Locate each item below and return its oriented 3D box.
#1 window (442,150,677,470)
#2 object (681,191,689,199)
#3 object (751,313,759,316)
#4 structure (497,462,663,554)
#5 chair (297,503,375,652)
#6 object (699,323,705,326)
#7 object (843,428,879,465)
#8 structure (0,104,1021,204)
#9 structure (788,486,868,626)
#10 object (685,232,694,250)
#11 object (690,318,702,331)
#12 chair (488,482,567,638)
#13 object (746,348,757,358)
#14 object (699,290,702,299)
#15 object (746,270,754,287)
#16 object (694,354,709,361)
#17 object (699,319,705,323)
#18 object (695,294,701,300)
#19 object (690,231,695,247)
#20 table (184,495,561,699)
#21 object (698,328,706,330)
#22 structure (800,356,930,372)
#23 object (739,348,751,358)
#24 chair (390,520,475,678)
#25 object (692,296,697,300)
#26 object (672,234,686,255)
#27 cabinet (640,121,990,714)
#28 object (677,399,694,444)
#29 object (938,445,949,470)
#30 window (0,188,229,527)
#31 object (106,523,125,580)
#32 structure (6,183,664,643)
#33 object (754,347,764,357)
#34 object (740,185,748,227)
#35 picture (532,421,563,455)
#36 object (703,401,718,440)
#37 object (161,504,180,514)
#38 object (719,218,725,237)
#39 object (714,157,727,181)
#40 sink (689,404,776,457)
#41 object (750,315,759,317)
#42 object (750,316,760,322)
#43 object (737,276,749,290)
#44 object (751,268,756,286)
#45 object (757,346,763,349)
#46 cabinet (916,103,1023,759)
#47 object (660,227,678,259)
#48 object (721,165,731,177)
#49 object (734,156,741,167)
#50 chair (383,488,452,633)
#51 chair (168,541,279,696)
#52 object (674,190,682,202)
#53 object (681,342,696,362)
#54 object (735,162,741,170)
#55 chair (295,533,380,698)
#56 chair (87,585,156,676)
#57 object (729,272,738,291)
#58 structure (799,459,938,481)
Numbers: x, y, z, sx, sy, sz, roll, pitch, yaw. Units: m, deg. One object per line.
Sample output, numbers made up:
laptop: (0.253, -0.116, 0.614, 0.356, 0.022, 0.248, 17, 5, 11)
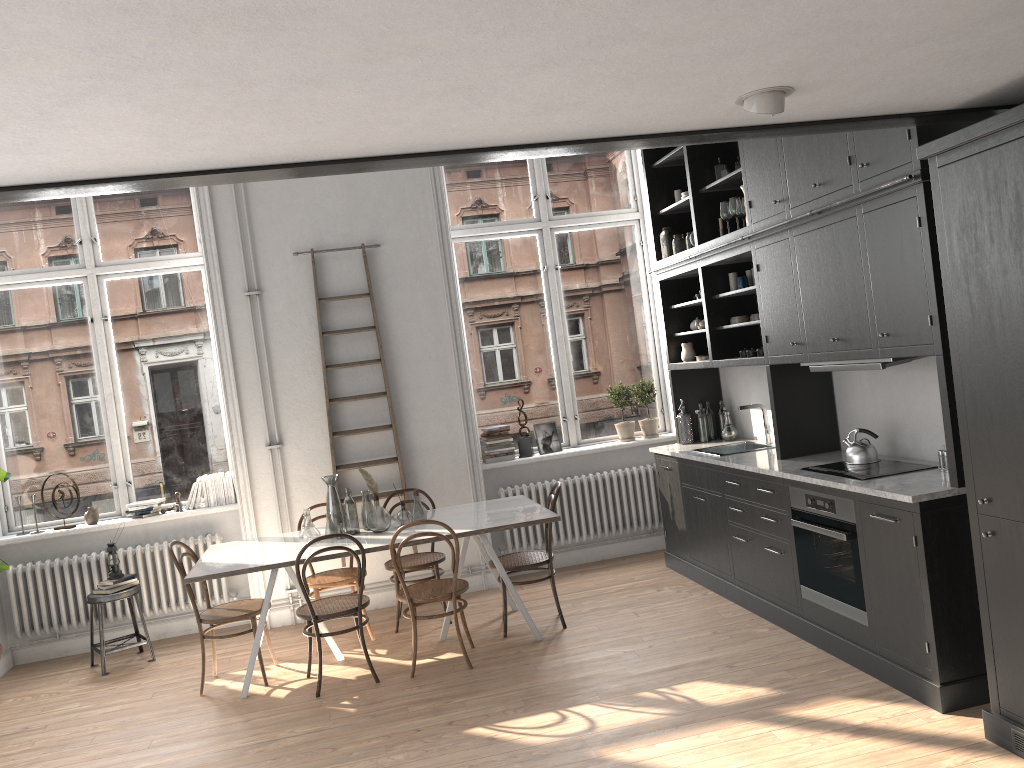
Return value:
window: (5.296, -6.020, 11.690, 14.382, 15.939, 26.398, -8, 1, -11)
object: (1.332, -1.402, 6.713, 0.096, 0.095, 0.096, -7, 2, 23)
object: (1.669, -0.458, 5.973, 0.112, 0.036, 0.112, -7, 1, 31)
structure: (0.633, 1.019, 7.374, 1.577, 0.552, 0.194, -8, 2, -11)
chair: (-1.238, 1.312, 6.172, 0.437, 0.921, 0.549, -8, 2, -13)
object: (1.433, -0.442, 6.652, 0.058, 0.033, 0.056, -8, 2, -37)
object: (1.900, 0.333, 4.838, 0.171, 0.186, 0.171, -7, 1, 0)
structure: (-0.355, -1.310, 0.942, 5.925, 1.213, 4.158, -8, 1, -11)
structure: (1.897, 0.835, 4.664, 0.618, 0.623, 0.622, -8, 1, -11)
object: (1.336, -1.047, 6.573, 0.096, 0.150, 0.096, -8, 2, -23)
object: (1.428, -0.460, 6.811, 0.140, 0.100, 0.125, -8, 2, -30)
chair: (0.113, 1.141, 5.882, 0.549, 0.921, 0.437, -7, 2, 1)
object: (1.559, -0.205, 5.730, 0.088, 0.059, 0.104, -8, 2, -33)
object: (1.407, -0.654, 6.497, 0.064, 0.069, 0.064, -6, 2, 36)
object: (1.620, -0.706, 6.045, 0.082, 0.135, 0.059, -7, 2, 17)
object: (1.465, -0.201, 6.674, 0.180, 0.037, 0.180, -8, 1, -26)
object: (1.431, -0.462, 6.651, 0.055, 0.047, 0.058, -7, 1, 4)
object: (1.398, -0.643, 6.580, 0.072, 0.047, 0.071, -7, 2, 26)
object: (1.305, -1.141, 6.245, 0.134, 0.358, 0.134, -6, 2, 34)
table: (-0.831, 1.338, 5.737, 2.200, 0.780, 1.100, -8, 1, -11)
object: (1.438, -0.415, 6.652, 0.085, 0.015, 0.085, -7, 1, 2)
structure: (1.902, -0.153, 4.668, 0.379, 0.123, 0.843, -8, 1, -11)
object: (1.544, -0.206, 5.842, 0.088, 0.059, 0.104, -8, 1, -23)
chair: (-0.482, 1.231, 5.329, 0.438, 0.921, 0.549, -7, 2, 0)
object: (1.434, -0.654, 6.867, 0.072, 0.047, 0.071, -7, 2, 26)
object: (1.263, -1.042, 6.662, 0.114, 0.155, 0.114, -8, 2, -8)
cabinet: (1.588, -0.385, 5.402, 0.635, 3.584, 3.250, -8, 2, -11)
object: (1.333, 0.286, 6.855, 0.108, 0.349, 0.109, -8, 2, -30)
object: (2.118, 0.358, 4.342, 0.040, 0.116, 0.080, -8, 2, -6)
window: (-3.211, -0.415, 6.931, 1.622, 2.844, 0.013, -8, 2, -11)
object: (-2.817, 1.184, 6.306, 0.163, 0.383, 0.154, -9, 2, -38)
structure: (-1.372, -0.478, 6.888, 5.180, 4.475, 0.340, -8, 2, -11)
object: (1.600, -0.208, 5.636, 0.104, 0.059, 0.088, -8, 1, -3)
object: (1.472, -1.100, 5.477, 0.094, 0.267, 0.116, -7, 2, 31)
picture: (0.283, 0.459, 7.509, 0.221, 0.264, 0.149, -8, 2, -28)
object: (1.542, 0.284, 6.912, 0.086, 0.301, 0.086, -7, 2, 3)
object: (-2.656, 0.970, 6.871, 0.088, 0.048, 0.153, -7, 1, 28)
object: (1.425, -1.053, 6.027, 0.123, 0.161, 0.123, -8, 2, -3)
object: (1.429, -1.452, 6.061, 0.084, 0.199, 0.065, -7, 2, 11)
sink: (1.570, 0.413, 6.180, 0.514, 0.505, 0.526, -8, 1, -11)
object: (1.670, -0.450, 5.973, 0.123, 0.036, 0.124, -8, 1, -24)
object: (1.671, -0.442, 5.973, 0.132, 0.038, 0.132, -7, 2, 36)
object: (1.549, -0.673, 5.967, 0.082, 0.093, 0.140, -6, 2, 44)
object: (1.642, -0.706, 5.907, 0.059, 0.135, 0.082, -8, 2, -28)
object: (1.669, -0.223, 5.898, 0.104, 0.059, 0.088, -8, 1, -13)
cabinet: (2.180, 0.202, 2.891, 0.633, 2.372, 1.401, -8, 2, -11)
object: (1.210, -1.080, 6.797, 0.118, 0.238, 0.118, -8, 2, -26)
object: (1.441, -1.414, 5.973, 0.041, 0.125, 0.053, -9, 2, -44)
object: (1.550, -1.456, 6.023, 0.065, 0.177, 0.084, -7, 2, 11)
chair: (-0.697, 1.237, 6.362, 0.438, 0.921, 0.549, -8, 2, -4)
chair: (-1.784, 1.398, 5.521, 0.549, 0.921, 0.438, -8, 2, -3)
object: (1.284, -1.418, 6.813, 0.059, 0.135, 0.082, -7, 2, 17)
object: (1.359, -0.245, 6.813, 0.127, 0.144, 0.115, -8, 2, -33)
object: (1.517, -1.422, 5.923, 0.044, 0.121, 0.058, -7, 2, 16)
chair: (-1.058, 1.308, 5.250, 0.437, 0.921, 0.549, -8, 2, -16)
chair: (-2.775, 1.711, 6.249, 0.363, 0.523, 0.360, -9, 2, -38)
object: (1.528, -0.694, 6.081, 0.082, 0.135, 0.059, -9, 2, -43)
structure: (1.852, 0.442, 4.654, 0.427, 0.011, 0.592, -8, 1, -11)
